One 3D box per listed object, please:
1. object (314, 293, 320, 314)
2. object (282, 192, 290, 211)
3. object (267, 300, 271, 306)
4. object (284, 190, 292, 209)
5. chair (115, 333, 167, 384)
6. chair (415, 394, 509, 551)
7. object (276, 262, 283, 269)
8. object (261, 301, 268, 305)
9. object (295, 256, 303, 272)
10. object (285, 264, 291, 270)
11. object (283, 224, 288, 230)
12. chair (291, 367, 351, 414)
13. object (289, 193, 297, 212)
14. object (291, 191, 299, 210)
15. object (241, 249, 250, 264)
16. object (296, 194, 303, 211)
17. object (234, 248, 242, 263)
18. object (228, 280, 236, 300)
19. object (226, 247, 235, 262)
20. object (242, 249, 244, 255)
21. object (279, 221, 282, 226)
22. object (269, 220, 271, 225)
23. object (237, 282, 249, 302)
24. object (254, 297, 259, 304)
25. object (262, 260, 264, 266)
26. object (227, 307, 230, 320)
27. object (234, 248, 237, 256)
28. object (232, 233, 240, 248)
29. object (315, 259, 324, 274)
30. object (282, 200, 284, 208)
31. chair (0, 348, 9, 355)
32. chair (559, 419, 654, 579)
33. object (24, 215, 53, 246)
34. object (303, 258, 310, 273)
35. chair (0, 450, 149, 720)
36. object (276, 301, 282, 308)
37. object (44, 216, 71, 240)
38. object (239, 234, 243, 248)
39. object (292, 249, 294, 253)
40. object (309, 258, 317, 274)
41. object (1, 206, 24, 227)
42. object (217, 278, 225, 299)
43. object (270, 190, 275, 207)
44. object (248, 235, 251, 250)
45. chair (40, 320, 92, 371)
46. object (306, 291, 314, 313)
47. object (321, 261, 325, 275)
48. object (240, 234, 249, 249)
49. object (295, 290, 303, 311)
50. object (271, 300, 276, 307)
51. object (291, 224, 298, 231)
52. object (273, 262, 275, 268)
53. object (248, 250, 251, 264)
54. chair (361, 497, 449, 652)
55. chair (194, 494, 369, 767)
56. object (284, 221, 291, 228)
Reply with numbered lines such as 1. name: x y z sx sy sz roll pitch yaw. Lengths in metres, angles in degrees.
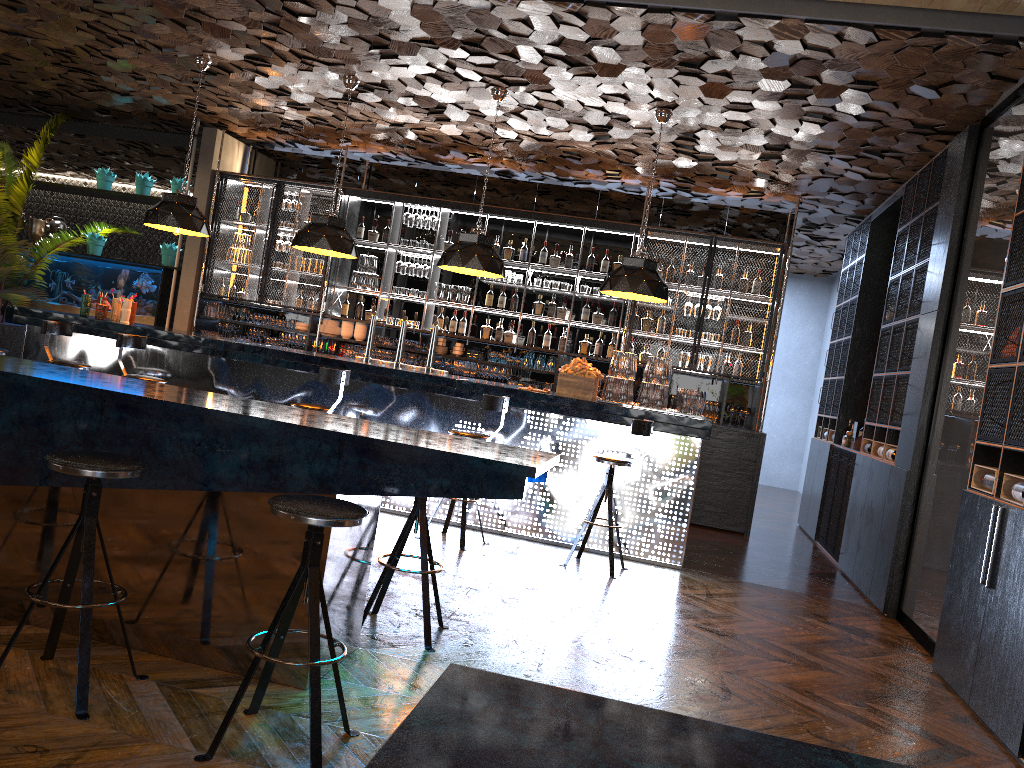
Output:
1. object: -2.330 -0.971 10.671 0.075 0.260 0.075 8 1 -31
2. object: -2.755 -2.225 10.816 0.081 0.213 0.081 9 1 16
3. object: -2.995 -0.991 10.881 0.077 0.080 0.077 8 2 -40
4. object: -2.696 -2.212 10.659 0.081 0.213 0.081 9 1 16
5. chair: -2.880 0.192 6.807 0.476 1.108 0.419 9 1 10
6. chair: -0.321 0.610 6.492 0.476 1.108 0.419 10 1 25
7. object: -2.803 -1.426 10.664 0.077 0.080 0.077 9 1 6
8. object: -2.988 -0.986 10.718 0.077 0.080 0.077 9 1 -4
9. object: -2.562 -1.438 10.655 0.092 0.182 0.092 9 1 5
10. object: -2.735 -1.418 10.812 0.077 0.080 0.077 9 1 6
11. object: -2.763 -1.926 10.837 0.077 0.080 0.077 9 1 -24
12. chair: -1.512 0.415 6.660 0.476 1.108 0.419 10 1 25
13. object: -2.671 -2.211 10.800 0.081 0.213 0.081 9 1 16
14. object: -2.609 -2.198 10.643 0.081 0.213 0.081 9 1 16
15. object: -3.249 -1.552 10.817 0.092 0.182 0.092 9 1 5
16. object: -2.583 -2.197 10.784 0.081 0.213 0.081 9 1 16
17. object: -3.345 -1.568 10.845 0.092 0.182 0.092 9 1 5
18. object: -3.412 -1.148 10.840 0.075 0.260 0.075 10 2 44
19. object: -3.445 -1.585 10.863 0.092 0.182 0.092 9 1 5
20. object: -3.334 -1.569 10.940 0.092 0.182 0.092 9 1 5
21. object: -2.825 -1.934 10.740 0.077 0.080 0.077 8 2 -44
22. object: -2.924 -1.951 10.778 0.077 0.080 0.077 9 1 1
23. object: -3.278 -1.117 10.826 0.108 0.244 0.108 10 1 24
24. object: -3.087 -1.002 10.748 0.077 0.080 0.077 8 2 -40
25. object: -3.005 -1.461 10.794 0.077 0.080 0.077 10 1 22
26. object: -3.496 -0.868 10.895 0.051 0.152 0.058 10 2 34
27. object: -3.436 -1.586 10.966 0.092 0.182 0.092 9 1 5
28. object: -3.368 -1.757 10.850 0.092 0.182 0.092 9 1 5
29. object: -2.307 -1.397 10.611 0.092 0.182 0.092 9 1 5
30. object: -2.780 -2.226 10.674 0.081 0.213 0.081 9 1 16
31. chair: -4.366 -0.057 7.267 0.476 1.108 0.419 9 1 10
32. chair: 0.709 0.778 6.370 0.476 1.108 0.419 10 1 20
33. object: -6.129 -1.958 11.444 0.378 0.398 0.232 10 2 40
34. object: -2.490 -1.429 10.744 0.092 0.182 0.092 9 1 5
35. chair: -1.494 0.648 3.071 0.419 0.813 0.419 9 1 5
36. object: -2.818 -0.958 10.718 0.077 0.080 0.077 9 1 -2
37. object: -5.787 -1.979 11.289 0.290 0.292 0.278 8 2 -43
38. object: -3.355 -1.757 10.947 0.092 0.182 0.092 9 1 5
39. object: -2.662 -1.703 10.795 0.081 0.213 0.081 9 1 16
40. object: -2.395 -1.412 10.648 0.092 0.182 0.092 9 1 5
41. object: -6.590 -2.068 11.527 0.458 0.472 0.250 10 2 37
42. object: -3.569 -1.174 10.897 0.075 0.261 0.075 8 1 -31
43. object: -2.874 -2.241 10.691 0.081 0.213 0.081 9 1 16
44. object: -3.257 -1.740 10.918 0.092 0.182 0.092 9 1 5
45. chair: -3.582 0.074 7.057 0.476 1.108 0.419 9 1 10
46. object: -2.427 -0.988 10.710 0.075 0.260 0.075 8 1 -31
47. object: -2.280 -1.394 10.702 0.092 0.182 0.092 9 1 5
48. object: -3.268 -1.740 10.839 0.092 0.182 0.092 9 1 5
49. object: -2.564 -1.009 10.713 0.075 0.261 0.075 8 1 -31
50. object: -2.898 -0.973 10.788 0.077 0.080 0.077 9 1 -24
51. object: -2.656 -1.909 10.828 0.077 0.080 0.077 8 2 -44
52. object: -2.915 -1.445 10.739 0.077 0.080 0.077 9 1 -12
53. object: -3.243 -1.553 10.914 0.092 0.182 0.092 9 1 5
54. chair: -0.474 0.785 4.250 0.419 0.813 0.419 9 1 5
55. chair: -0.688 0.781 2.891 0.419 0.813 0.419 9 1 5
56. object: -2.711 -1.914 10.674 0.077 0.080 0.077 8 2 -44
